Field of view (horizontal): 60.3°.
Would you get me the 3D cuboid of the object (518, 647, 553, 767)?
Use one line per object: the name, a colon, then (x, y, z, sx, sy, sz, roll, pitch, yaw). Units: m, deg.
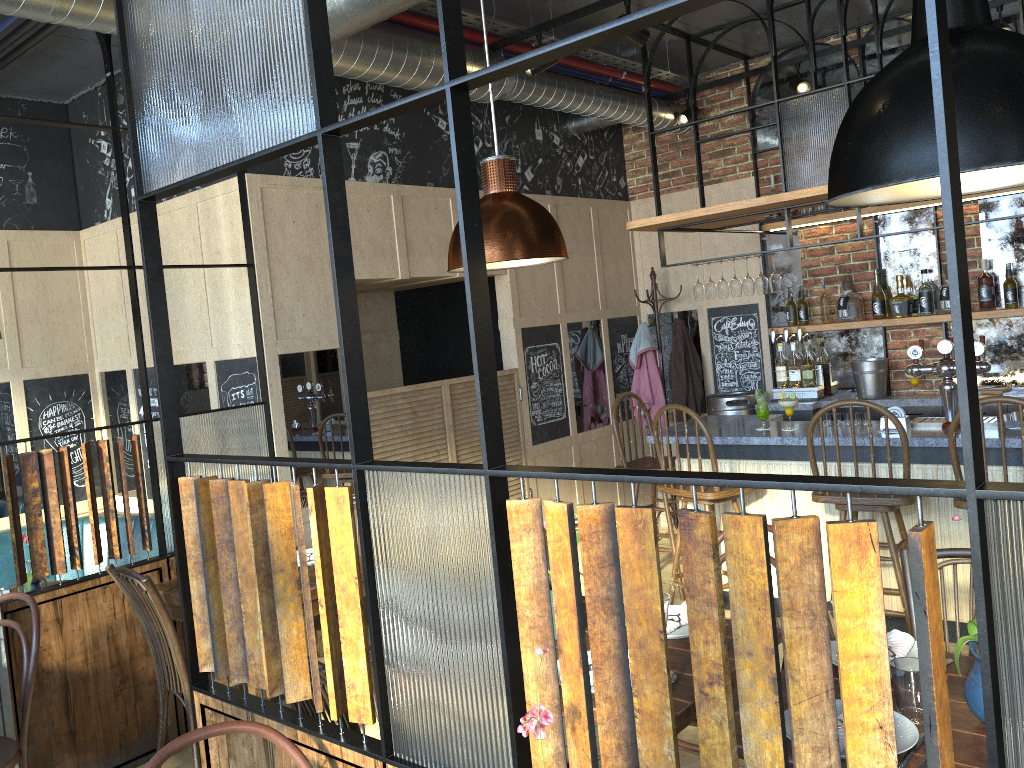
object: (0.065, 0.640, 1.329, 0.136, 0.426, 0.213, -6, 2, -16)

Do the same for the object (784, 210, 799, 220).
object: (1.863, -1.243, 5.905, 0.082, 0.302, 0.089, -7, 2, -38)

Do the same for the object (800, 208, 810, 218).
object: (1.928, -1.238, 5.824, 0.055, 0.288, 0.056, -6, 2, -10)

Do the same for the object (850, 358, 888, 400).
object: (2.268, -0.033, 5.573, 0.218, 0.245, 0.216, -6, 3, 2)

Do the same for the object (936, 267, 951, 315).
object: (2.621, -0.560, 5.260, 0.118, 0.283, 0.176, -7, 3, -36)

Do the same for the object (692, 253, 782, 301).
object: (1.217, -0.578, 4.804, 0.521, 0.207, 0.063, -3, 3, 41)

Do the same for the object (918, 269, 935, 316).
object: (2.523, -0.558, 5.373, 0.079, 0.283, 0.072, -4, 3, 42)

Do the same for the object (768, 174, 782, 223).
object: (1.773, -1.251, 5.960, 0.073, 0.329, 0.078, -7, 2, -25)

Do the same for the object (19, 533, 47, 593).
object: (-2.157, 0.819, 3.943, 0.131, 0.431, 0.227, -7, 2, -31)

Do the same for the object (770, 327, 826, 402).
object: (1.884, -0.136, 5.885, 0.325, 0.491, 0.195, -4, 3, 41)

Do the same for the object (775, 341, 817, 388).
object: (1.893, -0.132, 5.895, 0.271, 0.302, 0.082, -3, 3, 42)

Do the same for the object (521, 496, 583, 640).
object: (0.143, 0.543, 2.663, 0.197, 0.426, 0.150, -6, 2, -15)

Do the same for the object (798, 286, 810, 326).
object: (1.939, -0.520, 5.869, 0.068, 0.263, 0.063, -5, 2, 28)

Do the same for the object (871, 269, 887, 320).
object: (2.306, -0.565, 5.553, 0.083, 0.317, 0.078, -5, 2, 22)

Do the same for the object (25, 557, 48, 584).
object: (-2.260, 0.932, 4.209, 0.100, 0.191, 0.096, -5, 2, 12)

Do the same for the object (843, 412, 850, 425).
object: (1.753, 0.180, 4.596, 0.043, 0.059, 0.040, -4, 3, 31)

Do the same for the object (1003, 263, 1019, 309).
object: (2.860, -0.562, 5.061, 0.068, 0.263, 0.064, -5, 2, 22)

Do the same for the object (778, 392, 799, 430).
object: (1.455, 0.137, 4.624, 0.103, 0.197, 0.109, -7, 2, -21)

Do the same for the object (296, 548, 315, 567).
object: (-0.926, 0.760, 3.909, 0.340, 0.051, 0.257, -2, 5, 44)

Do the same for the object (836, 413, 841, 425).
object: (1.704, 0.184, 4.617, 0.043, 0.059, 0.040, -4, 3, 31)

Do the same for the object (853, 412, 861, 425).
object: (1.783, 0.179, 4.558, 0.043, 0.059, 0.040, -4, 3, 31)

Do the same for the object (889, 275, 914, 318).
object: (2.405, -0.541, 5.447, 0.122, 0.264, 0.112, -4, 3, 42)

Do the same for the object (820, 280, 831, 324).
object: (2.045, -0.536, 5.764, 0.055, 0.288, 0.056, -6, 2, -10)

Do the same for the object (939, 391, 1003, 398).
object: (2.711, 0.061, 5.195, 0.227, 0.019, 0.331, -9, 5, -40)

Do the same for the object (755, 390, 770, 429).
object: (1.348, 0.134, 4.740, 0.071, 0.211, 0.066, -5, 2, 24)

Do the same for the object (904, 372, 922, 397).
object: (2.484, -0.021, 5.435, 0.103, 0.197, 0.109, -7, 2, -21)

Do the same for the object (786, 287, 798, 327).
object: (1.878, -0.517, 5.922, 0.064, 0.263, 0.068, -7, 2, -27)

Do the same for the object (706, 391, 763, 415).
object: (1.596, 0.582, 6.153, 0.392, 1.034, 0.406, -6, 2, -14)

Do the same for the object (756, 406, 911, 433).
object: (1.587, 0.183, 4.468, 0.803, 0.106, 0.192, -3, 5, 41)

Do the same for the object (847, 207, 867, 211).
object: (2.183, -1.222, 5.597, 0.085, 0.235, 0.150, -8, 3, -44)

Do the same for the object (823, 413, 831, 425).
object: (1.665, 0.185, 4.652, 0.043, 0.059, 0.040, -4, 3, 31)

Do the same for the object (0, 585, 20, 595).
object: (-2.280, 0.984, 4.011, 0.081, 0.119, 0.088, -7, 3, -32)

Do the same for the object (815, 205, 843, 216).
object: (2.042, -1.240, 5.722, 0.118, 0.283, 0.176, -7, 3, -36)

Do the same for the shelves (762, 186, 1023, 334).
shelves: (2.683, -0.774, 5.469, 2.217, 0.745, 0.577, -3, 4, 41)

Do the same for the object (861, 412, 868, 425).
object: (1.820, 0.178, 4.526, 0.040, 0.059, 0.044, -8, 3, -39)

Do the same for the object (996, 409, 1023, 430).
object: (2.292, 0.150, 3.960, 0.182, 0.091, 0.088, -5, 3, 17)

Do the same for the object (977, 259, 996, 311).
object: (2.770, -0.578, 5.153, 0.083, 0.302, 0.089, -7, 2, -30)

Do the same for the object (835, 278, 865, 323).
object: (2.159, -0.539, 5.662, 0.118, 0.283, 0.176, -7, 3, -36)
